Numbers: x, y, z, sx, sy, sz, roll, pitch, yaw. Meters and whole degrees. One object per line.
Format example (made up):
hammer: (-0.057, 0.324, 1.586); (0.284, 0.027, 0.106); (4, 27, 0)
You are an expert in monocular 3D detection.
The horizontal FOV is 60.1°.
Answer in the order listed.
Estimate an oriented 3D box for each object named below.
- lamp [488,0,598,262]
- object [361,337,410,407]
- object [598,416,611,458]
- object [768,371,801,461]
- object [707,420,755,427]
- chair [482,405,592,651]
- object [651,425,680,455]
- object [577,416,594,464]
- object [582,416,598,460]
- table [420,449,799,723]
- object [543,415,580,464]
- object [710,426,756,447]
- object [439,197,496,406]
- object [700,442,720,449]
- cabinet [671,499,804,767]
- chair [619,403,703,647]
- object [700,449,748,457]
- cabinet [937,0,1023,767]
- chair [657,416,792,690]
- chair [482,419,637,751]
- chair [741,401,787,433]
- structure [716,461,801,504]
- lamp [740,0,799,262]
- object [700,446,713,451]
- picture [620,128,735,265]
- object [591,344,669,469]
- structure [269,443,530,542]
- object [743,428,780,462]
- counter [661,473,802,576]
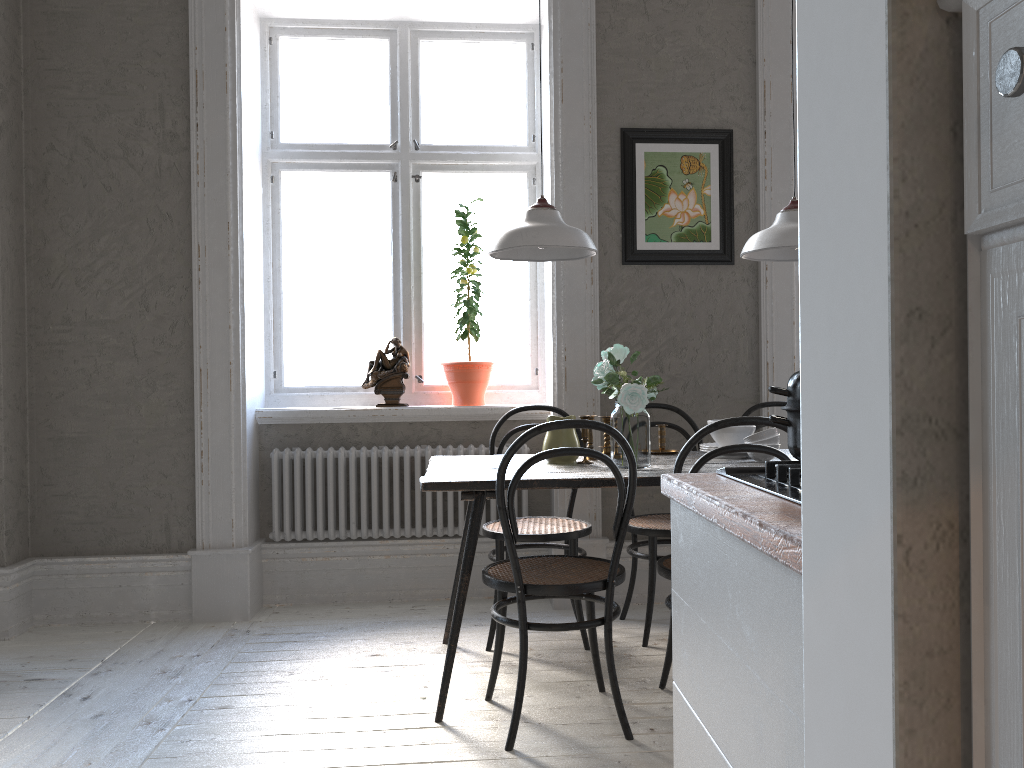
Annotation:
lamp: (0.094, -1.369, 3.044); (0.372, 1.858, 0.387); (-1, 0, 33)
object: (-0.601, -0.057, 4.175); (0.237, 0.329, 0.120); (-1, 0, -3)
object: (0.356, 0.191, 3.308); (0.097, 0.172, 0.094); (-1, 0, -23)
object: (0.525, 0.050, 1.405); (0.196, 0.147, 0.187); (-1, 0, -24)
object: (0.824, 0.184, 3.322); (0.181, 0.094, 0.178); (-1, 0, -13)
chair: (0.103, 0.551, 3.575); (0.437, 0.920, 0.550); (-1, 0, 4)
object: (0.589, 0.217, 3.476); (0.141, 0.112, 0.137); (-1, 0, -21)
object: (0.257, 0.195, 3.115); (0.059, 0.167, 0.059); (-1, 0, 9)
object: (0.287, 0.192, 3.241); (0.061, 0.172, 0.063); (-1, 0, 17)
table: (0.661, 0.639, 3.146); (1.926, 0.735, 0.901); (-1, 0, -5)
object: (0.171, 0.194, 3.162); (0.139, 0.170, 0.146); (-1, 0, -43)
object: (0.824, 0.204, 3.322); (0.181, 0.094, 0.178); (-1, 0, -13)
object: (-0.214, -0.392, 4.211); (0.264, 0.991, 0.275); (-1, 0, 35)
object: (0.825, 0.240, 3.322); (0.234, 0.027, 0.240); (-1, 0, 19)
cabinet: (2.092, 0.561, 2.089); (1.945, 0.854, 4.286); (0, 0, 42)
chair: (0.659, 0.544, 3.629); (0.440, 0.920, 0.546); (-1, 0, -6)
object: (0.825, 0.257, 3.322); (0.235, 0.027, 0.240); (-1, 0, 14)
cabinet: (0.491, 0.372, 0.301); (0.385, 1.297, 0.664); (-1, 0, -3)
chair: (0.666, 0.548, 2.699); (0.437, 0.920, 0.550); (-1, 0, 4)
chair: (0.132, 0.555, 2.646); (0.440, 0.920, 0.546); (-1, 0, -6)
chair: (1.146, 0.538, 3.656); (0.435, 0.920, 0.552); (-1, 0, 9)
structure: (0.672, 0.138, 1.342); (0.608, 0.031, 0.494); (-1, 0, -4)
lamp: (0.988, -1.381, 3.125); (0.378, 1.858, 0.380); (-1, 0, 3)
object: (0.825, 0.248, 3.322); (0.242, 0.027, 0.232); (-1, 0, -36)
picture: (0.754, -0.851, 4.028); (0.523, 0.619, 0.020); (-1, 0, -5)
object: (0.385, 0.070, 2.942); (0.252, 0.414, 0.310); (-1, 0, -5)
structure: (-0.495, 0.496, 4.090); (1.229, 0.428, 0.148); (-1, 0, -7)
object: (0.877, 0.212, 3.110); (0.126, 0.119, 0.126); (-1, 0, 12)
counter: (1.918, 0.151, 2.524); (3.402, 0.039, 3.151); (-1, 0, -4)
